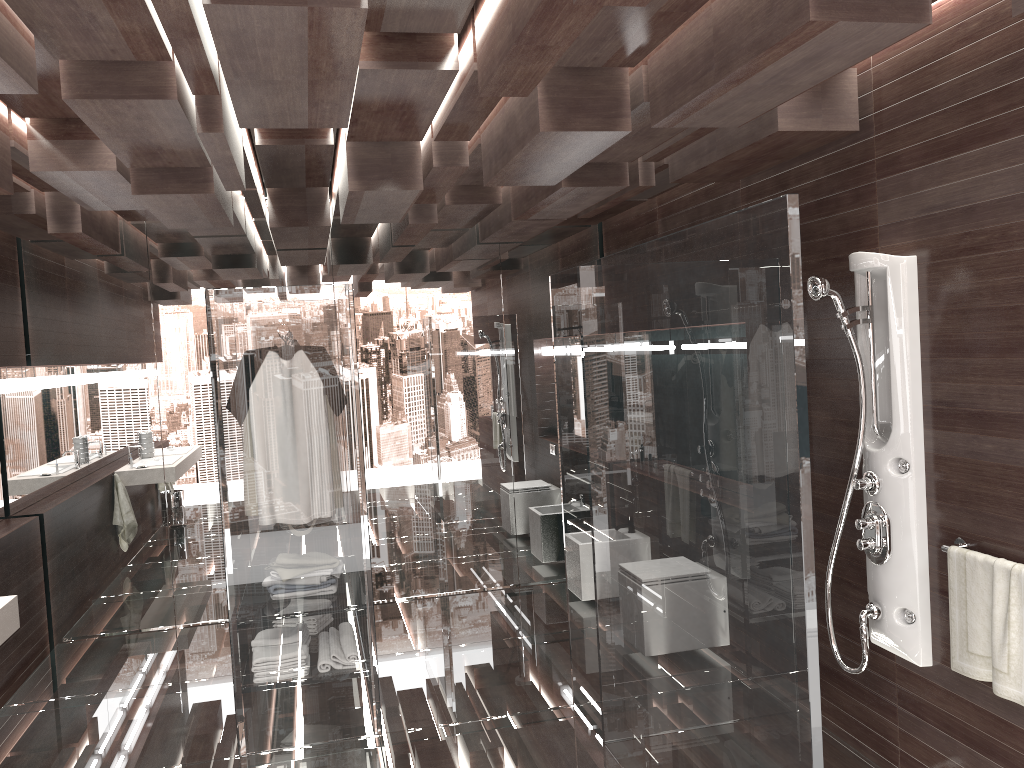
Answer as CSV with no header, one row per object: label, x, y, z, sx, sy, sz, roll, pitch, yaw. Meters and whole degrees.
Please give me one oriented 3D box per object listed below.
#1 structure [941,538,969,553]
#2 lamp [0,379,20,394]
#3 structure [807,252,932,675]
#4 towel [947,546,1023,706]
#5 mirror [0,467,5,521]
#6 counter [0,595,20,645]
structure,1.494,0.545,2.725,0.071,0.061,0.455,-4,3,-13
lamp,-2.917,0.024,4.898,0.082,0.082,0.950,-4,3,-13
structure,1.280,0.306,3.256,0.354,1.560,0.323,-3,2,8
towel,1.475,0.734,2.723,0.097,0.414,0.352,-4,3,-20
mirror,-0.545,0.300,3.352,4.126,0.916,5.081,-4,3,-13
counter,-1.978,0.946,2.516,0.488,0.131,1.954,-4,3,-13
